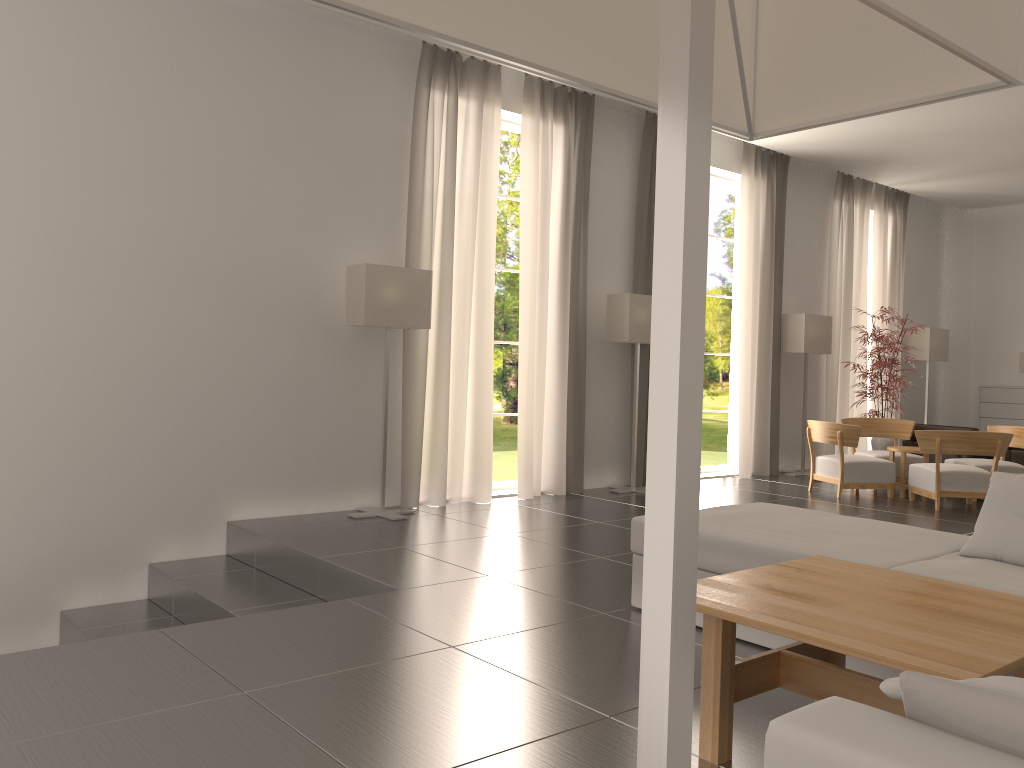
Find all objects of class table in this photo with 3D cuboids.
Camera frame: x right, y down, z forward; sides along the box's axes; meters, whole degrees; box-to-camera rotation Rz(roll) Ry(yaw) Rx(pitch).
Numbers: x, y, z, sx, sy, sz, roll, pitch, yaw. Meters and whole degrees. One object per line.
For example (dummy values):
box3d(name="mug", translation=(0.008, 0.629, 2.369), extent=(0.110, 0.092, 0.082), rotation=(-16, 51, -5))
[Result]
box3d(name="table", translation=(1.808, 1.512, 4.445), extent=(1.600, 0.840, 1.601), rotation=(1, 1, -40))
box3d(name="table", translation=(6.780, 1.488, 14.933), extent=(0.869, 0.803, 0.870), rotation=(2, 1, -17))

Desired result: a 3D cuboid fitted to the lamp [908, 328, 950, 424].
box3d(name="lamp", translation=(9.832, 0.280, 21.002), extent=(1.000, 3.179, 0.908), rotation=(2, 0, -40))

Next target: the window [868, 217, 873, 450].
box3d(name="window", translation=(7.560, -1.096, 20.297), extent=(2.643, 5.750, 0.110), rotation=(2, 0, -40))

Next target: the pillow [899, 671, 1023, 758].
box3d(name="pillow", translation=(1.323, 0.934, 1.824), extent=(0.549, 0.581, 0.919), rotation=(1, 1, -41))

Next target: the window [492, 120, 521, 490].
box3d(name="window", translation=(-0.552, -1.226, 13.520), extent=(2.643, 5.750, 0.110), rotation=(2, 0, -40))

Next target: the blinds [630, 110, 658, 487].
box3d(name="blinds", translation=(2.647, -1.469, 15.391), extent=(1.549, 6.432, 0.415), rotation=(2, 0, -36))

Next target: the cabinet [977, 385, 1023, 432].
box3d(name="cabinet", translation=(12.284, 1.033, 19.917), extent=(1.040, 1.876, 3.081), rotation=(2, 1, -40))

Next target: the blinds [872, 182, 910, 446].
box3d(name="blinds", translation=(8.602, -1.373, 20.364), extent=(1.549, 6.432, 0.417), rotation=(2, 0, -44))

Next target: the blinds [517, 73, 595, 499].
box3d(name="blinds", translation=(0.647, -1.501, 13.718), extent=(1.549, 6.432, 0.417), rotation=(2, 0, -44))

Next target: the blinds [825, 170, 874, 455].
box3d(name="blinds", translation=(7.302, -1.394, 19.280), extent=(1.549, 6.432, 0.415), rotation=(2, 0, -36))

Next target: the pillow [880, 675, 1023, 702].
box3d(name="pillow", translation=(1.337, 0.932, 1.960), extent=(0.625, 0.580, 0.797), rotation=(1, 1, -41))

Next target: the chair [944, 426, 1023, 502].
box3d(name="chair", translation=(8.084, 1.319, 14.947), extent=(1.151, 1.226, 1.452), rotation=(2, 1, 0))

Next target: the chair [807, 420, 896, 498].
box3d(name="chair", translation=(5.638, 1.241, 14.887), extent=(1.150, 1.226, 1.452), rotation=(2, 1, -15))

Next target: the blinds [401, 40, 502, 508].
box3d(name="blinds", translation=(-0.835, -1.525, 12.482), extent=(1.549, 6.432, 0.415), rotation=(2, 0, -36))

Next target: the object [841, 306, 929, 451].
box3d(name="object", translation=(7.263, 0.161, 17.522), extent=(1.490, 3.398, 1.770), rotation=(2, 0, 35))

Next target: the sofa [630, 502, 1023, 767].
box3d(name="sofa", translation=(1.986, 1.326, 4.566), extent=(5.603, 1.205, 5.527), rotation=(1, 1, -40))

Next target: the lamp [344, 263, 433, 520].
box3d(name="lamp", translation=(-1.627, 0.096, 11.429), extent=(1.000, 3.179, 0.908), rotation=(2, 0, -40))

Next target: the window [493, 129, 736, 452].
box3d(name="window", translation=(18.138, -3.226, 14.566), extent=(48.611, 20.581, 99.158), rotation=(1, 1, -40))

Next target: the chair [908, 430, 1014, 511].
box3d(name="chair", translation=(6.867, 1.303, 13.752), extent=(1.452, 1.226, 1.151), rotation=(2, 1, 5))

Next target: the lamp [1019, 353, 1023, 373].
box3d(name="lamp", translation=(12.101, -0.320, 20.471), extent=(0.309, 0.796, 0.619), rotation=(2, 0, -40))

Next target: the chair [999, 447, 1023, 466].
box3d(name="chair", translation=(9.934, 1.419, 16.322), extent=(1.499, 1.076, 1.538), rotation=(1, 1, -40))

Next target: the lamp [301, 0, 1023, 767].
box3d(name="lamp", translation=(0.216, 0.353, 1.230), extent=(1.000, 3.179, 0.908), rotation=(2, 0, -40))

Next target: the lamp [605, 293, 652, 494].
box3d(name="lamp", translation=(2.025, 0.155, 14.480), extent=(1.000, 3.179, 0.908), rotation=(2, 0, -40))

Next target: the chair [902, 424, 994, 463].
box3d(name="chair", translation=(8.789, 1.355, 17.693), extent=(1.499, 1.076, 1.538), rotation=(1, 1, -40))

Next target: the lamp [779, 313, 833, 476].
box3d(name="lamp", translation=(5.843, 0.216, 17.670), extent=(1.000, 3.179, 0.908), rotation=(2, 0, -40))

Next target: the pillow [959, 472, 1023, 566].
box3d(name="pillow", translation=(3.559, 0.917, 5.993), extent=(0.585, 0.598, 0.802), rotation=(1, 1, -40))

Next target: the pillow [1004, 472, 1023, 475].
box3d(name="pillow", translation=(3.668, 0.939, 6.081), extent=(0.549, 0.577, 0.919), rotation=(1, 1, -40))

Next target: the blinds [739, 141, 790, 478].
box3d(name="blinds", translation=(4.822, -1.434, 17.205), extent=(1.549, 6.432, 0.417), rotation=(2, 0, -44))

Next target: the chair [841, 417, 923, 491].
box3d(name="chair", translation=(6.779, 1.255, 16.093), extent=(1.452, 1.226, 1.151), rotation=(2, 1, -5))

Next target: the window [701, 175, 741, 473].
box3d(name="window", translation=(3.504, -1.161, 16.908), extent=(2.643, 5.750, 0.110), rotation=(2, 0, -40))
